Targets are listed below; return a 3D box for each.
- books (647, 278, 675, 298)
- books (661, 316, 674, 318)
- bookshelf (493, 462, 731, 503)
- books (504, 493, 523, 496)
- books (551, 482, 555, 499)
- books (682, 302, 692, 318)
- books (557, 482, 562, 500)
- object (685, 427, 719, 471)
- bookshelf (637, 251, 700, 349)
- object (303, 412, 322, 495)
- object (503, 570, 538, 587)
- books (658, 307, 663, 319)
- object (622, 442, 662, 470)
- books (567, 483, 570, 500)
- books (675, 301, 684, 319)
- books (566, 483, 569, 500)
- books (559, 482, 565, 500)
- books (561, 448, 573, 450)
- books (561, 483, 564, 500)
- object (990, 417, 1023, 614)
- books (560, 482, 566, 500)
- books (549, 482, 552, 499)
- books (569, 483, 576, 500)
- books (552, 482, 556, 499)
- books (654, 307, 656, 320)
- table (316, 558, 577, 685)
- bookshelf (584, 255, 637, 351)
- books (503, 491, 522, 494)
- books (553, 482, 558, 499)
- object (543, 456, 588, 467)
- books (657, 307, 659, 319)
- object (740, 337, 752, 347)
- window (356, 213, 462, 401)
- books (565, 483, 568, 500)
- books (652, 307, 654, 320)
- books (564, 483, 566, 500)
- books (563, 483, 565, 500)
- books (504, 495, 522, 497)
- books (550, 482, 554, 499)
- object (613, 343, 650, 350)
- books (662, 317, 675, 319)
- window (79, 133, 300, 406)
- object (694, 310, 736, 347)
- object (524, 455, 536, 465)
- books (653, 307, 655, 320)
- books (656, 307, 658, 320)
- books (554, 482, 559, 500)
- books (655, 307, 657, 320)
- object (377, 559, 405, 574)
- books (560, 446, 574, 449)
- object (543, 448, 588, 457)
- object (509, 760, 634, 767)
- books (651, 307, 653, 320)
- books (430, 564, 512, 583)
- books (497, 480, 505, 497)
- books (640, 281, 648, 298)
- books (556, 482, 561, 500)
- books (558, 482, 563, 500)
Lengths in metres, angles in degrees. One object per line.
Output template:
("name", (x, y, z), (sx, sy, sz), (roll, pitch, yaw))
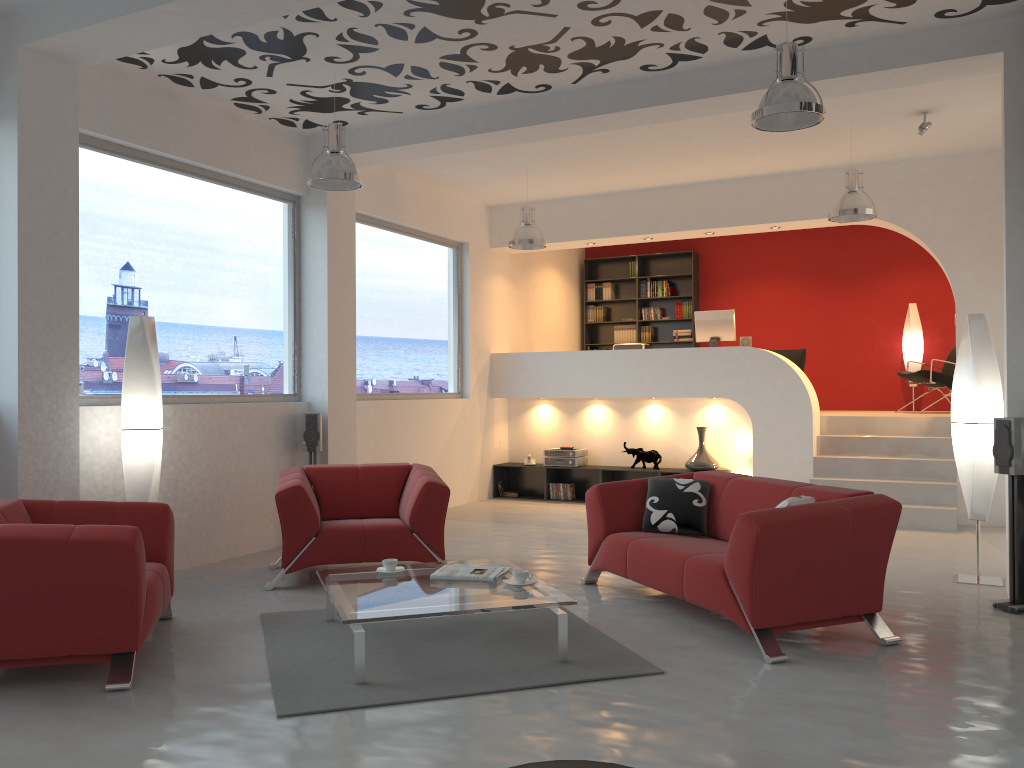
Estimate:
("books", (2.123, -1.367, 12.656), (0.341, 0.286, 0.231), (-1, -1, 27))
("books", (2.239, -0.946, 12.629), (0.190, 0.015, 0.135), (-1, -1, 32))
("bookshelf", (1.095, 1.160, 10.219), (2.764, 0.397, 0.405), (-1, -1, 27))
("books", (0.017, 1.334, 10.746), (0.190, 0.015, 0.135), (-1, -1, 27))
("books", (0.500, 1.256, 10.442), (0.031, 0.190, 0.135), (-1, -1, 27))
("books", (2.488, -1.031, 12.492), (0.146, 0.240, 0.170), (-1, -1, 27))
("books", (0.567, 1.255, 10.408), (0.031, 0.190, 0.135), (-1, -1, 27))
("object", (2.081, 0.711, 9.718), (0.369, 0.481, 0.369), (0, 0, -8))
("bookshelf", (2.216, -0.736, 12.581), (0.816, 2.213, 0.305), (-1, -1, 27))
("object", (-1.682, 0.797, 7.487), (0.214, 1.112, 0.229), (0, 0, -8))
("object", (0.042, 0.992, 4.537), (0.153, 0.069, 0.153), (0, -1, -36))
("books", (2.129, -1.003, 12.686), (0.031, 0.190, 0.135), (-1, -1, 27))
("object", (1.473, 0.810, 10.055), (0.507, 0.296, 0.191), (-1, -1, 43))
("books", (0.687, 1.254, 10.347), (0.031, 0.190, 0.135), (-1, -1, 27))
("books", (2.381, -1.038, 12.548), (0.090, 0.256, 0.181), (-1, -1, 27))
("books", (0.673, 1.254, 10.354), (0.031, 0.190, 0.135), (-1, -1, 27))
("books", (0.593, 1.255, 10.395), (0.031, 0.190, 0.135), (-1, -1, 27))
("books", (0.646, 0.762, 10.421), (0.135, 0.015, 0.190), (0, 0, 7))
("books", (0.620, 1.254, 10.381), (0.031, 0.190, 0.135), (-1, -1, 27))
("object", (2.928, 0.751, 5.135), (0.229, 1.112, 0.214), (0, 0, -18))
("books", (0.607, 1.255, 10.388), (0.031, 0.190, 0.135), (-1, -1, 27))
("books", (0.473, 1.256, 10.456), (0.031, 0.190, 0.135), (-1, -1, 27))
("books", (0.700, 1.254, 10.340), (0.031, 0.190, 0.135), (-1, -1, 27))
("books", (0.513, 1.256, 10.436), (0.031, 0.190, 0.135), (-1, -1, 27))
("books", (2.075, -1.002, 12.713), (0.031, 0.190, 0.135), (-1, -1, 27))
("table", (-0.390, 1.172, 4.560), (1.097, 0.286, 1.162), (0, 0, -18))
("bookshelf", (1.489, -0.728, 12.953), (0.816, 2.213, 0.305), (-1, -1, 27))
("books", (0.002, 1.319, 10.753), (0.190, 0.015, 0.135), (-1, -1, 27))
("books", (0.527, 1.255, 10.429), (0.031, 0.190, 0.135), (-1, -1, 27))
("object", (0.629, 0.907, 10.456), (0.430, 0.100, 0.365), (-1, -1, 27))
("books", (2.115, -1.002, 12.693), (0.031, 0.190, 0.135), (-1, -1, 27))
("object", (2.629, -0.457, 9.968), (0.133, 0.147, 0.151), (0, 0, 11))
("window", (-1.169, -0.736, 9.212), (0.100, 1.800, 2.400), (-1, -1, 27))
("books", (0.660, 1.254, 10.360), (0.031, 0.190, 0.135), (-1, -1, 27))
("books", (2.048, -1.002, 12.727), (0.031, 0.190, 0.135), (-1, -1, 27))
("books", (0.647, 1.254, 10.367), (0.031, 0.190, 0.135), (-1, -1, 27))
("books", (0.633, 1.254, 10.374), (0.031, 0.190, 0.135), (-1, -1, 27))
("books", (0.012, 1.349, 10.748), (0.190, 0.015, 0.135), (-1, -1, 27))
("books", (0.486, 1.256, 10.449), (0.031, 0.190, 0.135), (-1, -1, 27))
("object", (1.463, -0.372, 10.598), (0.397, 0.217, 0.458), (-1, -1, 27))
("books", (2.248, -0.931, 12.625), (0.190, 0.015, 0.135), (-1, -1, 27))
("window", (-2.445, -0.749, 6.720), (0.100, 1.800, 2.400), (-1, -1, 27))
("object", (2.312, -0.606, 10.075), (0.458, 0.452, 0.230), (-1, -1, 27))
("object", (0.214, 0.902, 10.580), (0.130, 0.117, 0.146), (0, 0, 2))
("books", (2.062, -1.002, 12.720), (0.031, 0.190, 0.135), (-1, -1, 27))
("books", (2.102, -1.002, 12.700), (0.031, 0.190, 0.135), (-1, -1, 27))
("books", (0.540, 1.255, 10.422), (0.031, 0.190, 0.135), (-1, -1, 27))
("books", (2.089, -1.002, 12.706), (0.031, 0.190, 0.135), (-1, -1, 27))
("object", (-0.665, 0.999, 4.857), (0.153, 0.069, 0.153), (0, 0, -6))
("books", (0.647, 0.747, 10.431), (0.135, 0.015, 0.190), (0, 0, 12))
("object", (0.632, 0.808, 10.464), (0.430, 0.077, 0.349), (-1, -1, 27))
("object", (0.013, 0.693, 0.188), (0.255, 1.184, 0.273), (0, 0, 12))
("books", (2.035, -1.002, 12.734), (0.031, 0.190, 0.135), (-1, -1, 27))
("books", (-0.224, 1.012, 4.749), (0.367, 0.035, 0.345), (0, 0, 17))
("books", (-0.129, 1.268, 10.764), (0.063, 0.187, 0.135), (-1, -1, 27))
("books", (1.923, -1.350, 12.784), (0.090, 0.256, 0.181), (-1, -1, 27))
("books", (0.553, 1.255, 10.415), (0.031, 0.190, 0.135), (-1, -1, 27))
("books", (0.580, 1.255, 10.401), (0.031, 0.190, 0.135), (-1, -1, 27))
